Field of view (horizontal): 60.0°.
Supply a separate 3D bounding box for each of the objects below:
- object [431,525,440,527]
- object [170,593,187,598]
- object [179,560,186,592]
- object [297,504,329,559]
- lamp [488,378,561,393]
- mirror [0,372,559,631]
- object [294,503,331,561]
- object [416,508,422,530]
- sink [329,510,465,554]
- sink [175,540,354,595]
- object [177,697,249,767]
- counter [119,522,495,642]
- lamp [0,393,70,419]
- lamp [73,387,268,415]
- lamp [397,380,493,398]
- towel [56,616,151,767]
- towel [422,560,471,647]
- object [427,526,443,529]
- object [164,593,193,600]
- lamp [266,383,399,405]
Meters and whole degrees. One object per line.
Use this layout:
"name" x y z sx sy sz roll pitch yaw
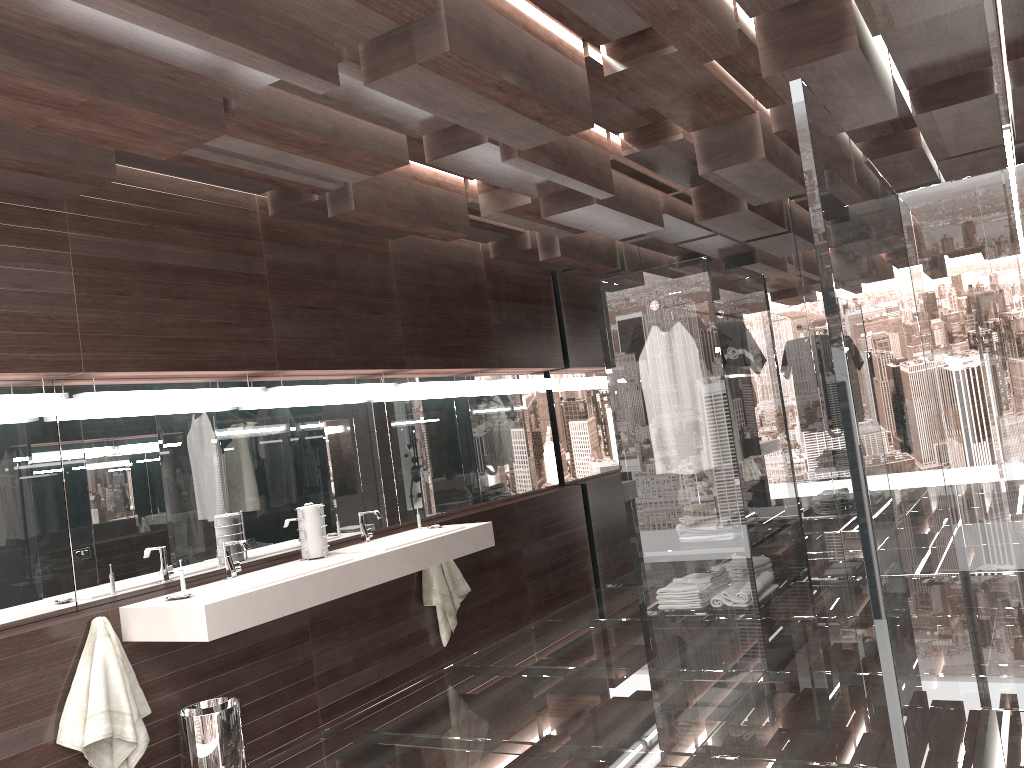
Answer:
"object" -0.423 0.787 4.903 0.035 0.016 0.066 -5 -4 -40
"object" -1.295 0.822 3.444 0.066 0.016 0.035 -8 -3 7
"object" -1.355 0.787 3.641 0.022 0.132 0.022 -8 -3 12
"object" -0.951 0.703 4.229 0.124 0.246 0.128 -8 -3 12
"lamp" 0.101 0.007 6.557 0.082 0.082 0.950 -10 -4 30
"mirror" 0.763 0.109 3.792 4.126 0.916 5.081 -10 -4 30
"object" -0.953 0.701 4.237 0.145 0.261 0.136 -7 -3 -16
"object" -0.518 0.747 4.925 0.022 0.132 0.022 -6 -4 -22
"sink" -0.612 0.738 4.546 0.427 0.193 0.681 -10 -4 30
"sink" -1.069 0.756 3.773 0.427 0.193 0.681 -10 -4 30
"object" -1.168 1.447 3.485 0.237 0.358 0.237 -6 -4 -27
"counter" -0.806 0.874 4.142 0.488 0.131 1.954 -10 -4 30
"lamp" -1.984 0.089 3.033 0.082 0.082 0.950 -10 -4 30
"lamp" -1.465 0.069 3.911 0.082 0.082 0.950 -10 -4 30
"lamp" -0.413 0.027 5.688 0.082 0.082 0.950 -10 -4 30
"towel" -1.461 1.203 3.261 0.156 0.678 0.368 -10 -4 31
"towel" -0.368 1.160 5.107 0.156 0.678 0.368 -10 -4 30
"object" -0.422 0.794 4.903 0.065 0.011 0.108 -5 -4 -38
"object" -1.294 0.829 3.445 0.108 0.011 0.065 -8 -3 9
"lamp" -0.941 0.048 4.795 0.082 0.082 0.950 -10 -4 30
